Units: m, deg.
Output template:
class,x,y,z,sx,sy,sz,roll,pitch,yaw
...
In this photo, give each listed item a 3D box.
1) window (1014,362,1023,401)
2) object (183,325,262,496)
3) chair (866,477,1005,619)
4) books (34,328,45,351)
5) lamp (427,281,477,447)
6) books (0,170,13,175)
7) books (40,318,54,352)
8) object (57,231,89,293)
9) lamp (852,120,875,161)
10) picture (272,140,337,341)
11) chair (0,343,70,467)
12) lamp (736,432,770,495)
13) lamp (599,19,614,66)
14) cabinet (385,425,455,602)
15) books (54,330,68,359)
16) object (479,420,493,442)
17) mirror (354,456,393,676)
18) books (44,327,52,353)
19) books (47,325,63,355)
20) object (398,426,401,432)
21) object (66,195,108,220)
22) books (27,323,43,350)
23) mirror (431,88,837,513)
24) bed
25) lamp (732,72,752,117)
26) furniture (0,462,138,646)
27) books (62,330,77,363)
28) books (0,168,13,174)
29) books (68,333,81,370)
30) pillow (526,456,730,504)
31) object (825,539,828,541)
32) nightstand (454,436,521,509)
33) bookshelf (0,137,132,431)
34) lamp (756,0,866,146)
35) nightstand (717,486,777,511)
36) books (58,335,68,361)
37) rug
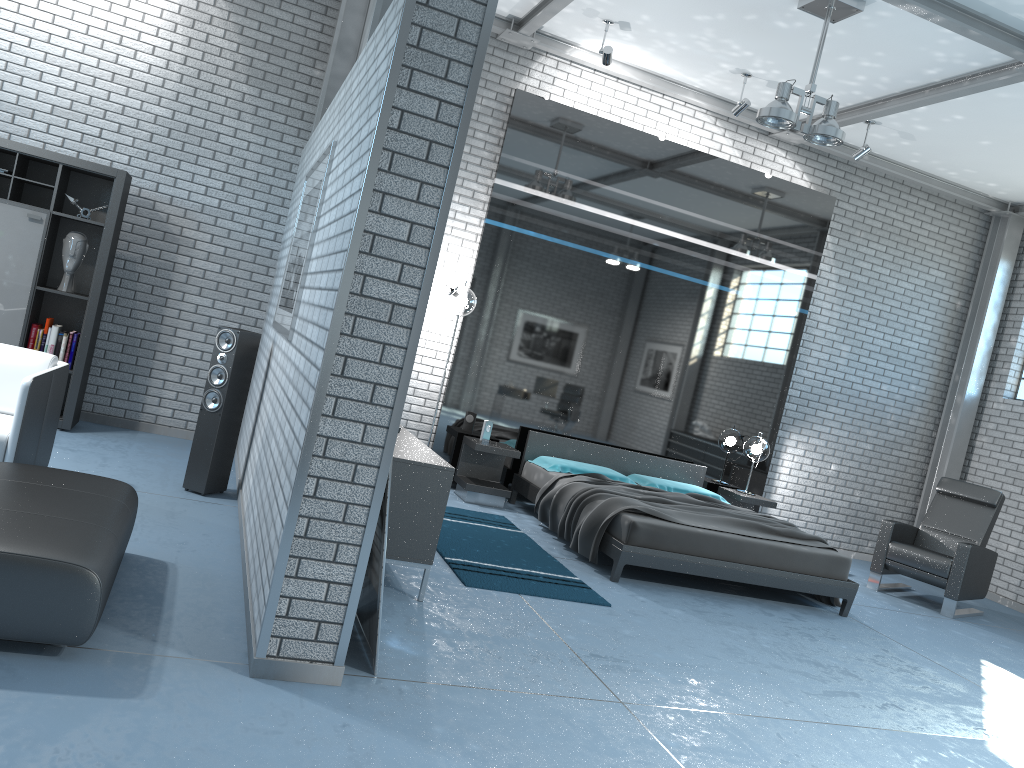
class,x,y,z,sx,sy,sz,roll,pitch,yaw
window,5.761,-0.424,8.152,0.100,1.500,2.200,13,2,-19
object,-1.817,0.169,5.552,0.159,1.045,0.254,14,2,16
chair,3.805,1.388,7.831,0.940,1.099,0.763,11,3,-44
books,-3.398,-0.277,6.376,0.038,0.244,0.171,13,2,-19
lamp,-0.581,0.016,7.299,0.259,1.773,0.250,14,2,26
books,-3.595,-1.484,6.191,0.190,0.015,0.135,13,2,3
books,-3.362,-0.312,6.392,0.026,0.329,0.155,13,2,-19
object,-3.190,-0.885,6.428,0.156,0.443,0.156,14,2,25
lamp,3.115,-2.150,7.863,0.161,0.343,0.137,15,3,41
picture,-1.217,-0.785,5.091,0.020,1.015,1.490,13,2,-19
chair,-2.802,0.125,4.523,0.767,0.661,0.919,13,2,-17
lamp,2.303,0.746,8.452,0.259,0.596,0.250,13,2,-11
lamp,0.749,-2.695,7.015,0.137,0.311,0.166,14,2,6
cabinet,-0.938,0.572,5.337,0.510,0.682,2.250,13,2,-19
books,-3.282,-0.257,6.430,0.038,0.256,0.144,13,2,-19
object,-0.216,0.402,7.540,0.032,0.184,0.100,15,3,39
mirror,-0.574,0.570,3.611,0.165,0.978,0.674,13,2,-19
books,-3.348,-0.279,6.402,0.020,0.270,0.153,13,2,-19
books,-3.313,-0.280,6.407,0.046,0.288,0.164,13,2,-19
object,-0.838,0.124,5.303,0.369,0.237,0.221,15,3,36
object,-3.087,-1.265,6.416,0.072,0.147,0.322,15,3,42
books,-3.438,-0.299,6.369,0.049,0.270,0.155,13,2,-19
mirror,1.199,-0.478,8.219,3.400,3.500,0.050,13,2,-19
bed,1.341,1.061,7.108,2.290,0.674,2.261,13,2,-19
lamp,1.926,-2.422,7.444,0.137,0.332,0.167,12,2,-29
furniture,-1.835,0.577,3.362,0.685,0.301,1.291,13,2,-19
books,-3.220,-0.250,6.446,0.038,0.270,0.155,13,2,-19
books,-3.593,-1.499,6.201,0.190,0.015,0.135,13,2,-8
books,-3.190,-0.240,6.456,0.027,0.263,0.155,13,2,-19
pillow,1.045,0.847,7.841,1.810,0.115,0.567,13,2,-19
object,2.833,1.573,8.220,0.236,0.271,0.352,15,3,35
nightstand,-0.227,0.751,7.550,0.400,0.501,0.400,13,2,-19
bookshelf,-3.911,-0.801,6.214,1.930,1.920,0.419,13,2,-19
lamp,1.980,-2.069,5.780,0.639,0.872,0.300,13,2,-19
nightstand,2.173,1.288,8.394,0.400,0.501,0.400,13,2,-19
books,-3.254,-0.237,6.436,0.026,0.229,0.155,13,2,-19
rug,-0.158,1.081,5.956,0.886,0.012,2.060,13,2,-19
